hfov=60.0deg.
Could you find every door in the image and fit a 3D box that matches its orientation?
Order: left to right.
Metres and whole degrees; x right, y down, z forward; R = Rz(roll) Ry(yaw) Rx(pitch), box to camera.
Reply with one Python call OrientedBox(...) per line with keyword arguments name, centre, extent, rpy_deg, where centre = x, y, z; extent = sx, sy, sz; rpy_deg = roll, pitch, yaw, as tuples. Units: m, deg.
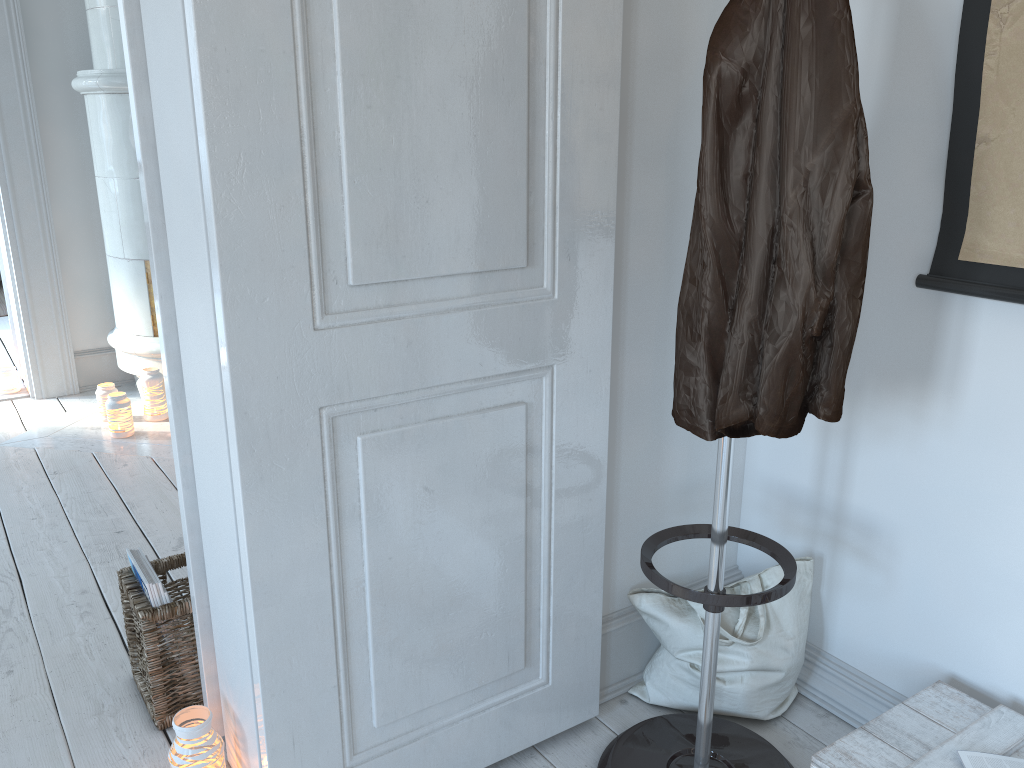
OrientedBox(name="door", centre=(-1.010, -0.353, 0.871), extent=(2.594, 2.518, 0.575), rpy_deg=(-11, 21, -32))
OrientedBox(name="door", centre=(-2.702, -1.060, 3.252), extent=(2.594, 2.518, 0.575), rpy_deg=(-11, 21, -32))

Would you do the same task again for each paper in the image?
OrientedBox(name="paper", centre=(0.798, 0.603, 1.297), extent=(0.222, 0.031, 0.174), rpy_deg=(-1, 17, -2))

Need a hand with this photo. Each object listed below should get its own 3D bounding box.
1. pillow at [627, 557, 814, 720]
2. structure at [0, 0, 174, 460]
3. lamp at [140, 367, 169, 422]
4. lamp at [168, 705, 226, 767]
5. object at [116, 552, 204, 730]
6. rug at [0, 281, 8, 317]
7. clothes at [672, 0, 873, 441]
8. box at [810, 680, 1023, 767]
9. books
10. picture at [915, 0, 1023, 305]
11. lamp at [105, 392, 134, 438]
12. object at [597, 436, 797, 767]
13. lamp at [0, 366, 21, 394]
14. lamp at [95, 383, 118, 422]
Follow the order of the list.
OrientedBox(name="pillow", centre=(0.439, 0.508, 1.829), extent=(0.317, 0.316, 0.272), rpy_deg=(-11, 20, -32))
OrientedBox(name="structure", centre=(-1.419, -1.197, 3.432), extent=(0.800, 2.842, 1.241), rpy_deg=(3, 18, 10))
OrientedBox(name="lamp", centre=(-1.448, 0.041, 3.584), extent=(0.098, 0.211, 0.098), rpy_deg=(-10, 20, -28))
OrientedBox(name="lamp", centre=(-0.547, 0.655, 1.544), extent=(0.092, 0.180, 0.092), rpy_deg=(13, 22, 37))
OrientedBox(name="object", centre=(-0.657, 0.519, 1.883), extent=(0.269, 0.266, 0.223), rpy_deg=(-11, 20, -32))
OrientedBox(name="rug", centre=(-4.150, -0.504, 5.697), extent=(1.707, 0.055, 1.451), rpy_deg=(-11, 20, -32))
OrientedBox(name="clothes", centre=(0.366, -0.269, 1.226), extent=(0.237, 0.774, 0.210), rpy_deg=(0, 17, -1))
OrientedBox(name="box", centre=(0.793, 0.725, 1.269), extent=(0.375, 0.219, 0.639), rpy_deg=(-11, 20, -33))
OrientedBox(name="books", centre=(-0.668, 0.489, 1.867), extent=(0.200, 0.301, 0.179), rpy_deg=(-11, 20, -32))
OrientedBox(name="picture", centre=(0.931, -0.705, 1.032), extent=(0.057, 1.320, 0.790), rpy_deg=(-12, 21, -33))
OrientedBox(name="lamp", centre=(-1.504, 0.118, 3.401), extent=(0.089, 0.167, 0.088), rpy_deg=(-11, 20, -31))
OrientedBox(name="object", centre=(0.341, -0.058, 1.363), extent=(0.374, 1.667, 0.373), rpy_deg=(-9, 19, -25))
OrientedBox(name="lamp", centre=(-2.233, -0.018, 3.926), extent=(0.093, 0.110, 0.093), rpy_deg=(-5, 18, -16))
OrientedBox(name="lamp", centre=(-1.633, 0.073, 3.587), extent=(0.084, 0.147, 0.083), rpy_deg=(-10, 20, -28))
